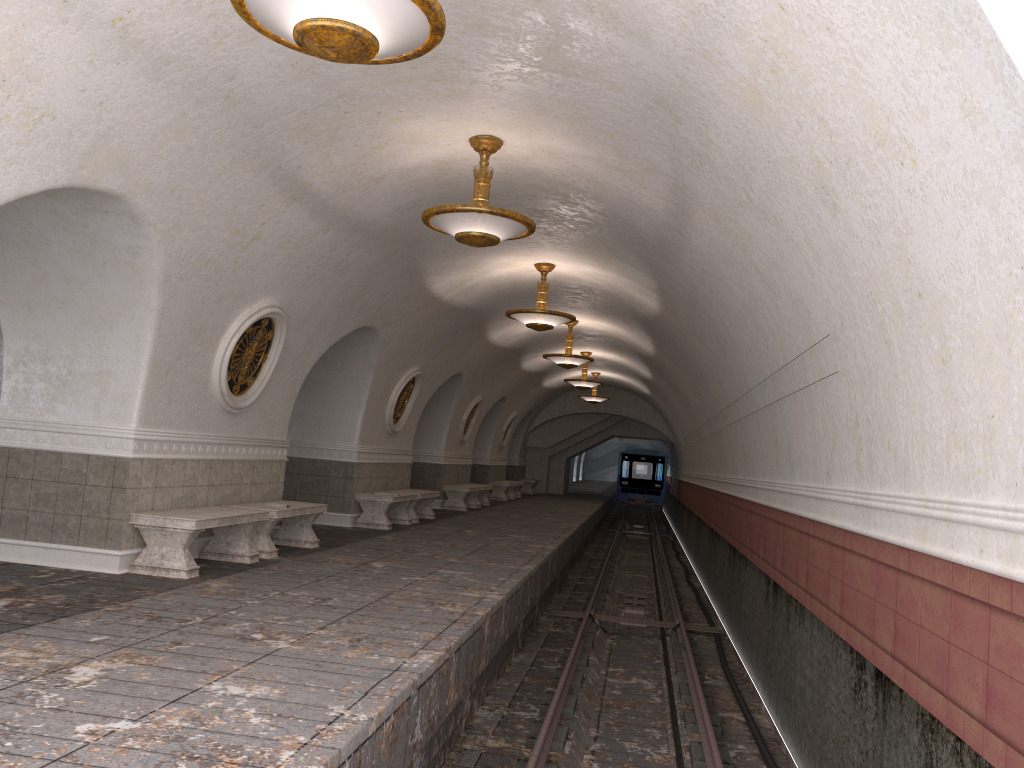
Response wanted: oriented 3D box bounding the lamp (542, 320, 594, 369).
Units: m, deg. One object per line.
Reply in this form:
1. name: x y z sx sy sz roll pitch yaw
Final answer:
1. lamp: 1.120 -0.763 17.361 1.008 0.955 1.008 3 -5 25

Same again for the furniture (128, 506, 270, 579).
1. furniture: -2.870 1.442 8.220 0.613 0.508 1.509 4 -5 9

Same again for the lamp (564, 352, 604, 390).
1. lamp: 1.812 -0.312 22.118 1.008 0.955 1.008 3 -5 25

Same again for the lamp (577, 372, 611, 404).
1. lamp: 2.505 0.140 26.876 1.008 0.955 1.008 8 -6 -35

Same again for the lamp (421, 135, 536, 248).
1. lamp: -0.270 -1.670 7.812 1.008 0.955 1.008 5 -5 -7

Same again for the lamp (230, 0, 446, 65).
1. lamp: -0.794 -2.012 4.211 1.008 0.955 1.008 8 -6 -35

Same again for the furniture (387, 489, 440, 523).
1. furniture: -1.767 2.161 15.797 0.613 0.508 1.509 4 -5 9

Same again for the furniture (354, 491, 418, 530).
1. furniture: -2.008 2.004 14.140 0.613 0.508 1.509 4 -5 9

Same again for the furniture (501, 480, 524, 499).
1. furniture: -0.049 3.282 27.603 0.613 0.508 1.509 4 -5 9

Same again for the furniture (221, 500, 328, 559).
1. furniture: -2.629 1.599 9.877 0.613 0.508 1.509 4 -5 9

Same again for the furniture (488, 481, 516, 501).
1. furniture: -0.290 3.125 25.947 0.613 0.508 1.509 4 -5 9

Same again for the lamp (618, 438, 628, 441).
1. lamp: 7.774 3.577 63.082 1.008 0.955 1.008 5 -5 -5

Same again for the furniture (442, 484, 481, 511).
1. furniture: -1.145 2.567 20.072 0.613 0.508 1.509 4 -5 9

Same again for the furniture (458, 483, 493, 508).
1. furniture: -0.904 2.724 21.729 0.613 0.508 1.509 4 -5 9

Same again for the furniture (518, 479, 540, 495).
1. furniture: 0.613 3.714 32.156 0.613 0.508 1.509 4 -5 9

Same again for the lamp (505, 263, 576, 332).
1. lamp: 0.427 -1.215 12.602 1.008 0.955 1.008 5 -5 -7
